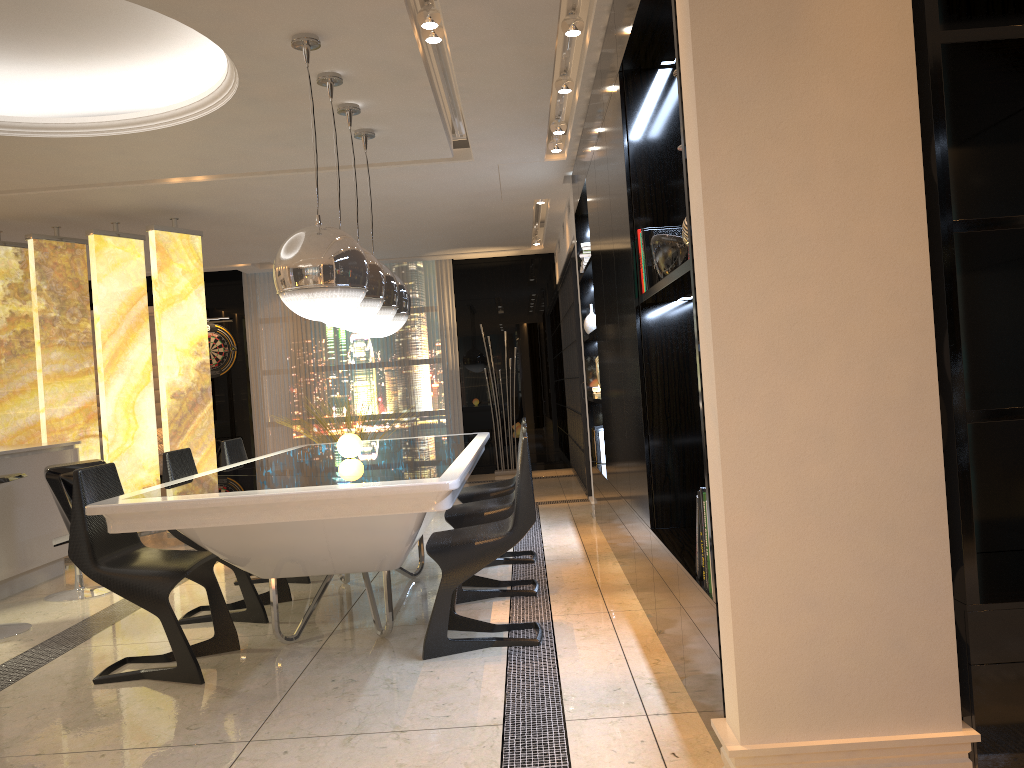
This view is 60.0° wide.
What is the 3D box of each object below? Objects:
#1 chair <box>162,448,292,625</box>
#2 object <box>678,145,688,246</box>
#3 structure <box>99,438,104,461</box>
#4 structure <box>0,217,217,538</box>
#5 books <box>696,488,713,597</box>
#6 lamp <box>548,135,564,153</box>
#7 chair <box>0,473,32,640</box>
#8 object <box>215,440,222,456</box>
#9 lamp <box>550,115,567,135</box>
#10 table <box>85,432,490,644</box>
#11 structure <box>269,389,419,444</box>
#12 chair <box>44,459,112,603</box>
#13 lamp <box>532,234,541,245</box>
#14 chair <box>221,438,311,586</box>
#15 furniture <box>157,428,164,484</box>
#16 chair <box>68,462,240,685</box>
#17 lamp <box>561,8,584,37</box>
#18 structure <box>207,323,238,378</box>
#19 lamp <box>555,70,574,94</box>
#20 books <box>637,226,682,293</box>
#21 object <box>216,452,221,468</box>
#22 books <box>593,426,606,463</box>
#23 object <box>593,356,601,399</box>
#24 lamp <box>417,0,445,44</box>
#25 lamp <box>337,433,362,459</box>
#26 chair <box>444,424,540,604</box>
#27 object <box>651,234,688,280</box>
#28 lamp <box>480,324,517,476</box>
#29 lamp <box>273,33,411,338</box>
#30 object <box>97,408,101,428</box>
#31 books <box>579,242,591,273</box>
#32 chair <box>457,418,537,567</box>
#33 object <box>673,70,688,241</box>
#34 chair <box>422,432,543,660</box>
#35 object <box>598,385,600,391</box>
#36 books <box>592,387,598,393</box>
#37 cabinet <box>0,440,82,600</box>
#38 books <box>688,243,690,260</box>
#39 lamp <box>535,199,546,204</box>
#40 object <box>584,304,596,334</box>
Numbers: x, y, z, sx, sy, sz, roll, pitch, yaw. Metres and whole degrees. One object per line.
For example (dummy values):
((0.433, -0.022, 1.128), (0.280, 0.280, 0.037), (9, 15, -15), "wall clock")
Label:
((-1.452, 0.747, 4.518), (0.496, 0.858, 0.523), (-4, 0, 1), "chair")
((0.614, -0.573, 2.908), (0.121, 0.416, 0.121), (-4, 0, -4), "object")
((-5.702, 1.062, 8.922), (2.912, 0.812, 1.659), (-4, 0, 1), "structure")
((-3.493, 0.039, 6.973), (2.180, 2.555, 0.448), (-4, 0, 1), "structure")
((0.658, 0.439, 2.595), (0.222, 0.296, 0.345), (-4, 0, 1), "books")
((0.304, -1.677, 6.175), (0.107, 0.127, 0.107), (-4, 0, -18), "lamp")
((-2.654, 0.865, 4.457), (0.380, 0.789, 0.380), (-4, 0, -17), "chair")
((-3.572, 0.820, 10.442), (0.330, 0.297, 0.032), (-4, 0, 1), "object")
((0.299, -1.677, 5.727), (0.107, 0.127, 0.107), (-4, 0, -18), "lamp")
((-0.785, 0.749, 4.516), (1.293, 0.759, 3.031), (-4, 0, 1), "table")
((-1.850, 0.630, 10.004), (1.275, 1.142, 1.282), (-4, 0, -43), "structure")
((-2.604, 0.862, 5.290), (0.380, 0.789, 0.380), (-4, 0, -32), "chair")
((0.283, -1.678, 10.303), (0.107, 0.127, 0.107), (-4, 0, -18), "lamp")
((-1.442, 0.746, 5.368), (0.496, 0.858, 0.523), (-4, 0, 1), "chair")
((-4.712, 0.996, 11.403), (1.312, 0.810, 1.107), (-4, 0, 1), "furniture")
((-1.463, 0.748, 3.652), (0.496, 0.858, 0.523), (-4, 0, 1), "chair")
((0.279, -1.675, 4.100), (0.107, 0.127, 0.107), (-4, 0, -18), "lamp")
((-3.680, -0.404, 10.815), (0.669, 0.669, 0.048), (-4, 0, 1), "structure")
((0.289, -1.676, 4.914), (0.107, 0.127, 0.107), (-4, 0, -18), "lamp")
((0.617, -0.497, 3.485), (0.210, 0.270, 0.236), (-4, 0, 0), "books")
((-3.555, 1.067, 10.348), (0.261, 0.508, 0.325), (-4, 0, 1), "object")
((0.722, 0.446, 6.594), (0.210, 0.270, 0.236), (-4, 0, 0), "books")
((0.647, -0.059, 6.147), (0.177, 0.311, 0.177), (-4, 0, 1), "object")
((-0.364, -1.630, 3.983), (0.107, 0.127, 0.271), (-4, 0, 1), "lamp")
((-0.810, 0.308, 4.423), (0.125, 0.125, 0.125), (-4, 0, -39), "lamp")
((-0.129, 0.655, 4.608), (0.496, 0.858, 0.523), (-4, 0, 1), "chair")
((0.600, -0.447, 3.174), (0.193, 0.177, 0.375), (-4, 0, 2), "object")
((-0.110, 0.178, 10.543), (0.418, 1.801, 0.200), (-4, 0, 1), "lamp")
((-0.841, -0.884, 4.540), (0.408, 1.226, 1.827), (-4, 0, 1), "lamp")
((-5.469, 0.646, 11.719), (0.390, 0.718, 0.388), (-4, 0, -8), "object")
((0.620, -0.935, 6.534), (0.259, 0.188, 0.302), (-4, 0, 7), "books")
((-0.119, 0.654, 5.414), (0.496, 0.858, 0.523), (-4, 0, 1), "chair")
((0.579, -0.668, 2.757), (0.121, 0.612, 0.121), (-4, 0, -4), "object")
((-0.139, 0.656, 3.758), (0.496, 0.858, 0.523), (-4, 0, 1), "chair")
((0.674, 0.029, 6.313), (0.125, 0.125, 0.125), (-4, 0, 40), "object")
((0.697, 0.053, 6.526), (0.209, 0.073, 0.266), (-4, 0, 4), "books")
((-3.517, 0.877, 4.476), (1.046, 0.887, 3.752), (-4, 0, 1), "cabinet")
((0.607, -0.481, 2.564), (0.189, 0.238, 0.290), (-4, 0, -1), "books")
((0.254, -1.675, 7.933), (0.107, 0.127, 0.107), (-4, 0, -18), "lamp")
((0.625, -0.563, 6.523), (0.210, 0.395, 0.180), (-4, 0, 4), "object")
